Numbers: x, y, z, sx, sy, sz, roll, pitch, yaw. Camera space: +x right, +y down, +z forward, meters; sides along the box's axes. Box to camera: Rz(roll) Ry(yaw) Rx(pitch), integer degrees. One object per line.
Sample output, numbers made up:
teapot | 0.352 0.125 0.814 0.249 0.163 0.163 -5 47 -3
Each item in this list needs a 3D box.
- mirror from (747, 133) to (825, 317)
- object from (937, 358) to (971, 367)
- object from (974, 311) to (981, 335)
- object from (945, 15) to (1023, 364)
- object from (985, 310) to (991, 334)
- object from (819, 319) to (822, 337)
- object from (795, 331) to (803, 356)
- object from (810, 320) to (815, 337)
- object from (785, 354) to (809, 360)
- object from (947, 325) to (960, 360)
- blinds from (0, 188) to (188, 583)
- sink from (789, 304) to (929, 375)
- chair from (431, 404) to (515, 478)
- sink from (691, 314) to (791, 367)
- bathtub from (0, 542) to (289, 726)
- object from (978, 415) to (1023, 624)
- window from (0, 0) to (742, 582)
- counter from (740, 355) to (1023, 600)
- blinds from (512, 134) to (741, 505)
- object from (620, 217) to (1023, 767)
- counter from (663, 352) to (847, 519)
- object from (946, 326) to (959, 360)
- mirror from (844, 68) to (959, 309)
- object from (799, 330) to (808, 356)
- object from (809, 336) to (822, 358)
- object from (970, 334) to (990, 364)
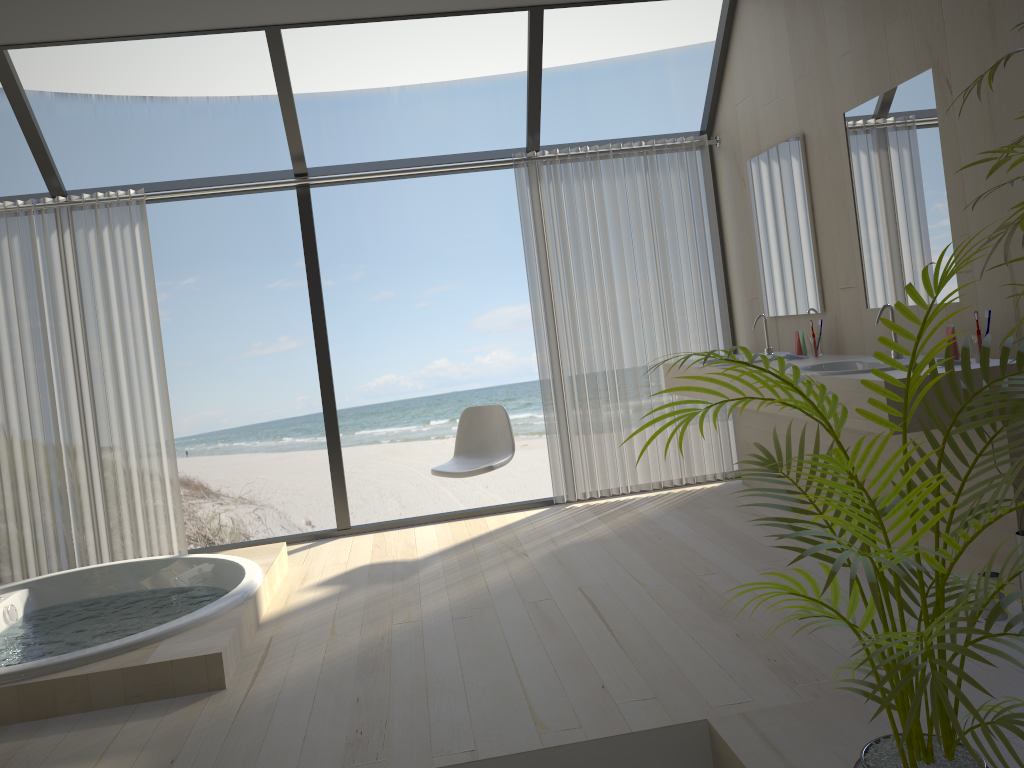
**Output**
mirror | 1.405 -0.790 4.588 0.023 0.868 0.653 -7 1 -7
object | 1.504 -0.077 3.015 0.104 0.029 0.033 -5 3 33
object | 1.573 -0.157 2.980 0.012 0.178 0.050 -7 0 32
object | 1.355 -0.063 1.759 0.785 1.756 0.938 -7 1 18
object | 1.603 -0.161 3.000 0.053 0.175 0.012 -7 0 18
object | 1.454 -0.217 4.197 0.053 0.175 0.012 -7 0 18
object | 1.384 -0.190 4.284 0.039 0.135 0.039 -7 0 42
object | 1.423 -0.213 4.177 0.012 0.178 0.050 -7 0 32
object | 1.355 -0.132 4.212 0.104 0.029 0.033 -5 3 33
object | 1.587 -0.147 3.188 0.038 0.135 0.039 -7 0 34
blinds | -2.503 0.012 4.870 1.184 2.070 0.084 -7 0 -7
sink | 1.334 -0.084 3.406 0.504 0.419 0.574 -7 2 -3
chair | -0.207 0.311 4.799 0.368 0.347 0.456 -6 2 22
sink | 1.185 -0.140 4.603 0.504 0.419 0.574 -7 2 -3
bathtub | -1.958 1.041 3.656 1.822 0.698 1.648 -7 3 -7
object | 1.633 0.356 2.729 0.407 0.749 0.273 -7 1 -19
window | -0.908 -0.525 4.881 4.564 2.813 0.745 -7 0 -7
counter | 1.426 0.320 3.446 0.551 0.790 1.206 -7 2 -7
blinds | 0.704 -0.399 5.275 1.184 2.070 0.084 -7 0 -7
object | 0.657 0.319 1.625 0.913 1.157 0.753 -6 1 27
counter | 1.277 0.264 4.643 0.551 0.790 1.206 -7 2 -7
object | 1.534 -0.134 3.088 0.038 0.135 0.039 -7 0 34
mirror | 1.560 -0.745 3.563 0.023 0.868 0.653 -7 1 -7
object | 1.438 -0.202 4.385 0.039 0.135 0.039 -7 0 42
object | 1.444 -0.174 4.202 0.058 0.100 0.058 -7 1 0
object | 1.593 -0.119 3.005 0.058 0.100 0.058 -7 1 3
